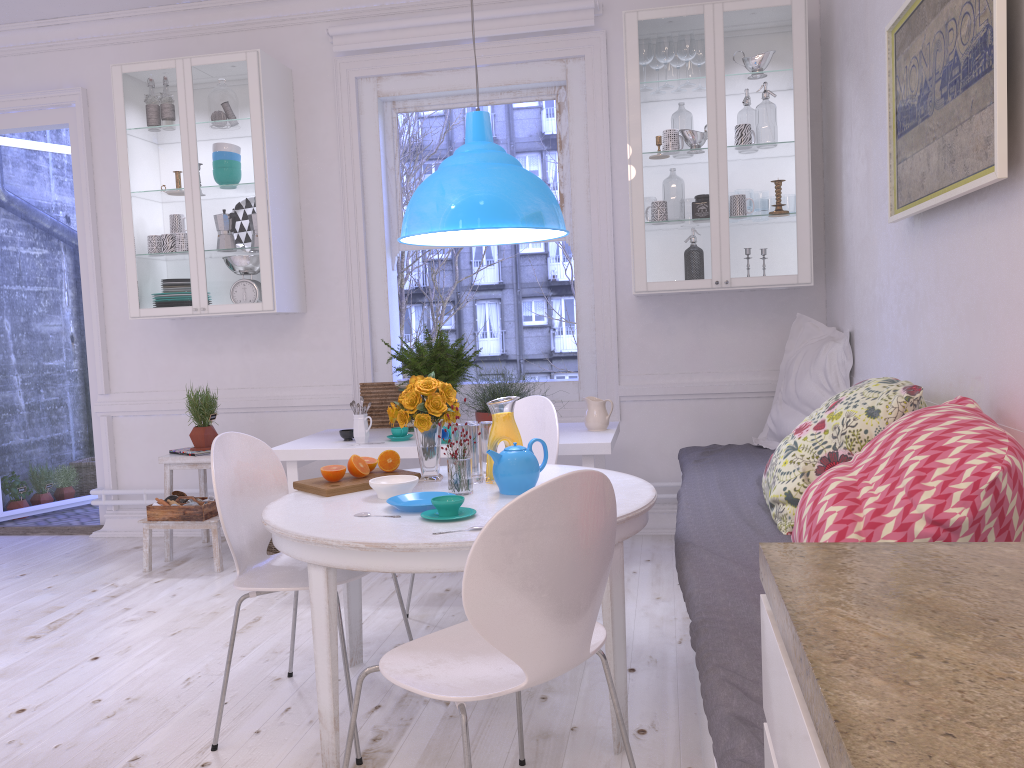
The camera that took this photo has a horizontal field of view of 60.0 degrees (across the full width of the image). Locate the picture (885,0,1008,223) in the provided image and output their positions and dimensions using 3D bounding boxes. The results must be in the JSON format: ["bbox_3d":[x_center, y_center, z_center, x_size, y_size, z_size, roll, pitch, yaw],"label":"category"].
[{"bbox_3d":[1.149,-0.803,2.410,0.020,0.629,0.971,-2,4,10],"label":"picture"}]

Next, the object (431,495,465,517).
[{"bbox_3d":[-0.167,0.321,2.322,0.088,0.043,0.088,-1,4,17],"label":"object"}]

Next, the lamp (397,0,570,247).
[{"bbox_3d":[-0.137,-1.451,2.863,0.568,1.948,0.568,1,5,44],"label":"lamp"}]

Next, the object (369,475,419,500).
[{"bbox_3d":[-0.350,0.308,2.634,0.147,0.052,0.147,-6,5,-38],"label":"object"}]

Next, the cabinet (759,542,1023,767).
[{"bbox_3d":[0.560,0.645,0.564,0.654,0.842,1.036,-2,4,10],"label":"cabinet"}]

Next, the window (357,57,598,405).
[{"bbox_3d":[-0.173,-0.786,4.826,1.234,1.782,0.181,-2,4,10],"label":"window"}]

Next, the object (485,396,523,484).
[{"bbox_3d":[-0.024,0.175,2.790,0.094,0.267,0.116,0,5,37],"label":"object"}]

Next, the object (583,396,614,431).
[{"bbox_3d":[0.394,0.135,4.072,0.127,0.152,0.115,-3,4,-8],"label":"object"}]

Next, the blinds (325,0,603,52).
[{"bbox_3d":[-0.264,-1.837,4.570,1.451,0.131,0.136,-2,4,10],"label":"blinds"}]

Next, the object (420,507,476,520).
[{"bbox_3d":[-0.166,0.342,2.323,0.147,0.011,0.147,-2,4,12],"label":"object"}]

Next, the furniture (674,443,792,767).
[{"bbox_3d":[0.899,0.646,2.754,0.769,0.508,3.296,-2,4,10],"label":"furniture"}]

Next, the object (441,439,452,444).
[{"bbox_3d":[-0.287,0.245,3.880,0.121,0.021,0.121,-6,5,-40],"label":"object"}]

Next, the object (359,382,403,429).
[{"bbox_3d":[-0.629,0.108,4.537,0.294,0.237,0.028,-2,4,10],"label":"object"}]

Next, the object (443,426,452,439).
[{"bbox_3d":[-0.267,0.211,3.883,0.069,0.059,0.082,-3,4,-12],"label":"object"}]

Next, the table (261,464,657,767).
[{"bbox_3d":[-0.135,0.640,2.636,1.140,0.629,1.140,1,5,38],"label":"table"}]

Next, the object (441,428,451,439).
[{"bbox_3d":[-0.304,0.220,3.877,0.069,0.058,0.080,-4,4,-17],"label":"object"}]

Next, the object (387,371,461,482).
[{"bbox_3d":[-0.274,0.139,2.865,0.234,0.351,0.235,-4,4,-25],"label":"object"}]

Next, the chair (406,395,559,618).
[{"bbox_3d":[-0.074,0.483,3.321,0.483,0.845,0.604,-5,5,-35],"label":"chair"}]

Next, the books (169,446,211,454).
[{"bbox_3d":[-1.620,0.339,4.573,0.246,0.007,0.180,1,5,40],"label":"books"}]

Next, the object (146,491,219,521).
[{"bbox_3d":[-1.579,0.595,4.342,0.358,0.110,0.211,-2,4,12],"label":"object"}]

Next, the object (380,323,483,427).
[{"bbox_3d":[-0.377,-0.031,4.257,0.438,0.527,0.368,-2,4,10],"label":"object"}]

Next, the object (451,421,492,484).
[{"bbox_3d":[-0.122,0.217,2.836,0.101,0.186,0.122,1,5,40],"label":"object"}]

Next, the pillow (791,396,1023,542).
[{"bbox_3d":[0.916,0.262,2.058,0.491,0.424,0.587,-2,4,13],"label":"pillow"}]

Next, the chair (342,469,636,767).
[{"bbox_3d":[-0.033,0.581,1.870,0.483,0.845,0.604,1,6,45],"label":"chair"}]

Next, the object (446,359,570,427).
[{"bbox_3d":[-0.037,0.062,4.108,0.668,0.367,0.531,0,5,34],"label":"object"}]

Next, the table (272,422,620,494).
[{"bbox_3d":[-0.263,0.546,4.157,1.514,0.619,0.736,-2,4,10],"label":"table"}]

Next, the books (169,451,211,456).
[{"bbox_3d":[-1.620,0.348,4.573,0.246,0.011,0.180,1,5,40],"label":"books"}]

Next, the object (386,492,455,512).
[{"bbox_3d":[-0.250,0.329,2.466,0.196,0.023,0.196,-3,4,-3],"label":"object"}]

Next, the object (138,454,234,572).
[{"bbox_3d":[-1.558,0.620,4.551,0.418,0.534,0.599,-2,4,10],"label":"object"}]

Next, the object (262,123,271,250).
[{"bbox_3d":[-1.600,-1.019,4.729,0.811,0.651,0.376,-2,4,10],"label":"object"}]

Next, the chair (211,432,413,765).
[{"bbox_3d":[-0.597,0.556,2.611,0.483,0.845,0.604,-2,4,10],"label":"chair"}]

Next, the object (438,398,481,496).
[{"bbox_3d":[-0.153,0.183,2.616,0.128,0.287,0.128,-2,4,12],"label":"object"}]

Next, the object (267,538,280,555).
[{"bbox_3d":[-1.137,0.732,4.579,0.276,0.270,0.276,1,5,43],"label":"object"}]

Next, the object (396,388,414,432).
[{"bbox_3d":[-0.493,0.125,4.406,0.159,0.208,0.185,-2,4,10],"label":"object"}]

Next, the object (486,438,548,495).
[{"bbox_3d":[0.019,0.242,2.619,0.156,0.151,0.150,-2,4,13],"label":"object"}]

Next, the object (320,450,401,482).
[{"bbox_3d":[-0.505,0.263,2.888,0.285,0.075,0.129,-6,5,-44],"label":"object"}]

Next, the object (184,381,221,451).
[{"bbox_3d":[-1.579,0.151,4.541,0.186,0.367,0.196,-5,5,-35],"label":"object"}]

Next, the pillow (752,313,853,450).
[{"bbox_3d":[1.378,-0.011,4.110,0.374,0.642,0.677,-4,4,-20],"label":"pillow"}]

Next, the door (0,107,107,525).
[{"bbox_3d":[-2.820,-0.380,5.749,1.009,2.474,1.021,-2,4,10],"label":"door"}]

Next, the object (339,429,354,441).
[{"bbox_3d":[-0.757,0.237,4.102,0.079,0.048,0.082,-5,5,-30],"label":"object"}]

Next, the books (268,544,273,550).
[{"bbox_3d":[-1.129,0.698,4.586,0.221,0.306,0.205,1,5,43],"label":"books"}]

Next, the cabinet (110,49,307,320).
[{"bbox_3d":[-1.603,-1.017,4.708,0.823,1.311,0.425,-2,4,10],"label":"cabinet"}]

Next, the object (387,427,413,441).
[{"bbox_3d":[-0.509,0.227,4.027,0.121,0.055,0.121,-6,5,-40],"label":"object"}]

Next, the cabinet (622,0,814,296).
[{"bbox_3d":[0.976,-1.104,4.261,0.823,1.311,0.425,-2,4,10],"label":"cabinet"}]

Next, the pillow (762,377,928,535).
[{"bbox_3d":[1.033,0.206,2.730,0.509,0.447,0.592,-2,4,15],"label":"pillow"}]

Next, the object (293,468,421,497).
[{"bbox_3d":[-0.498,0.313,2.866,0.347,0.024,0.224,-6,5,-40],"label":"object"}]

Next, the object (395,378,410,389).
[{"bbox_3d":[-0.501,-0.002,4.409,0.163,0.047,0.164,-5,5,-31],"label":"object"}]
